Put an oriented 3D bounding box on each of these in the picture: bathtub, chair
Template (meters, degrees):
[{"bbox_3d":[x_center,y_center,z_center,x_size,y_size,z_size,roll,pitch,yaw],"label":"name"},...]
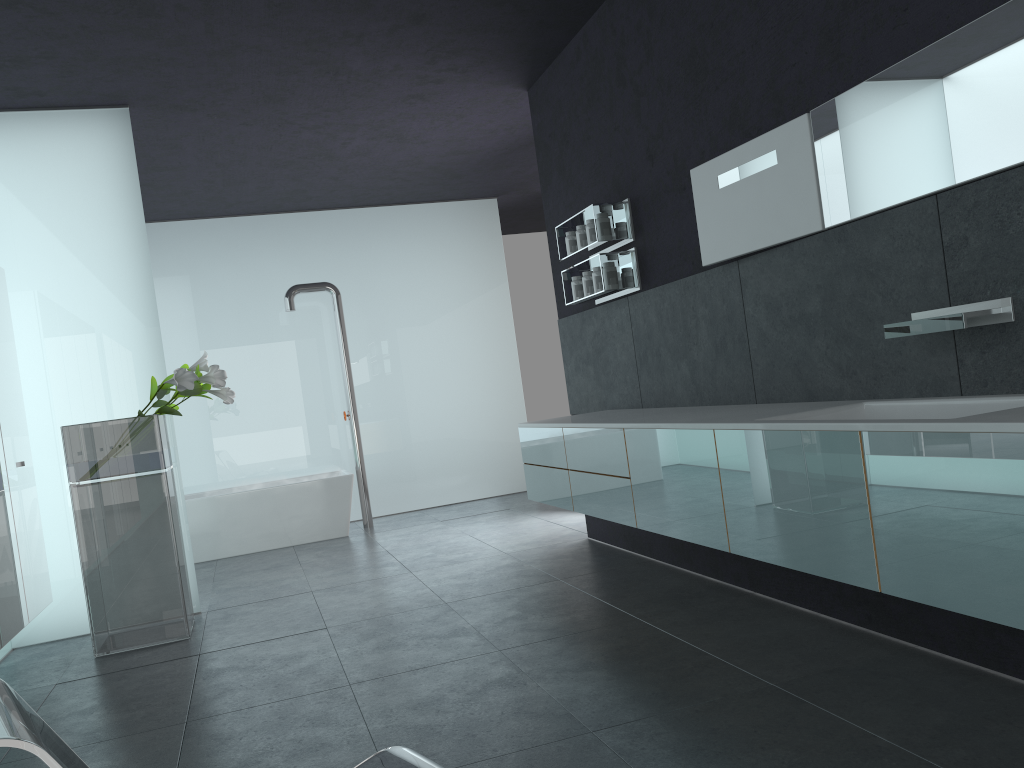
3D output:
[{"bbox_3d":[-2.747,1.345,9.739,1.976,0.859,0.961,-8,0,-17],"label":"bathtub"},{"bbox_3d":[-0.617,1.014,2.075,1.259,0.871,0.630,-8,1,-35],"label":"chair"}]

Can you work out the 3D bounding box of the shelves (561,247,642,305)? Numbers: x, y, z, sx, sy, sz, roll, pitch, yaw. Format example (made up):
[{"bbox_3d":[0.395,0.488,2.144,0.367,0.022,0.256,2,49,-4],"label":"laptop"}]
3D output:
[{"bbox_3d":[0.611,-0.735,6.224,0.265,0.285,0.770,-8,0,-17],"label":"shelves"}]

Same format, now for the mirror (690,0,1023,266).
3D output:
[{"bbox_3d":[1.642,-1.001,3.111,0.109,0.532,3.725,-8,0,-18],"label":"mirror"}]

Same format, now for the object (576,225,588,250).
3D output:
[{"bbox_3d":[0.504,-1.028,6.267,0.096,0.184,0.068,-8,1,-8],"label":"object"}]

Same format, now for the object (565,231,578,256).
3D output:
[{"bbox_3d":[0.442,-1.019,6.472,0.096,0.184,0.068,-8,1,-25],"label":"object"}]

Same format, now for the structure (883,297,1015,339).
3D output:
[{"bbox_3d":[1.601,-0.240,3.310,0.186,0.088,0.482,-8,0,-17],"label":"structure"}]

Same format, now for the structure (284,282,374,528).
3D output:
[{"bbox_3d":[-2.061,0.290,9.969,0.642,2.873,0.123,-8,1,-17],"label":"structure"}]

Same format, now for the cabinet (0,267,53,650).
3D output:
[{"bbox_3d":[-2.507,0.237,2.925,0.398,2.216,6.008,-8,0,-17],"label":"cabinet"}]

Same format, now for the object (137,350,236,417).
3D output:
[{"bbox_3d":[-2.370,0.179,5.918,1.023,0.780,0.975,-8,0,-25],"label":"object"}]

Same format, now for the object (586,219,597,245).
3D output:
[{"bbox_3d":[0.559,-1.036,6.087,0.096,0.184,0.068,-8,1,-19],"label":"object"}]

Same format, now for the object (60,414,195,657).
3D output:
[{"bbox_3d":[-2.572,0.983,5.995,0.584,1.491,0.575,-8,1,-17],"label":"object"}]

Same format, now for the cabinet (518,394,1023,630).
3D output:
[{"bbox_3d":[1.236,0.395,3.872,0.733,0.557,5.586,-8,0,-17],"label":"cabinet"}]

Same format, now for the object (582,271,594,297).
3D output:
[{"bbox_3d":[0.549,-0.703,6.273,0.096,0.184,0.068,-8,1,-8],"label":"object"}]

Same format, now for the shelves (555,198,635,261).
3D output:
[{"bbox_3d":[0.567,-1.060,6.218,0.265,0.285,0.770,-8,0,-17],"label":"shelves"}]

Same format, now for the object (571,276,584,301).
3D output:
[{"bbox_3d":[0.486,-0.694,6.478,0.096,0.184,0.068,-8,1,-25],"label":"object"}]

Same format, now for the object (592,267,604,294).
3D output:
[{"bbox_3d":[0.603,-0.712,6.093,0.096,0.184,0.068,-8,1,-19],"label":"object"}]
